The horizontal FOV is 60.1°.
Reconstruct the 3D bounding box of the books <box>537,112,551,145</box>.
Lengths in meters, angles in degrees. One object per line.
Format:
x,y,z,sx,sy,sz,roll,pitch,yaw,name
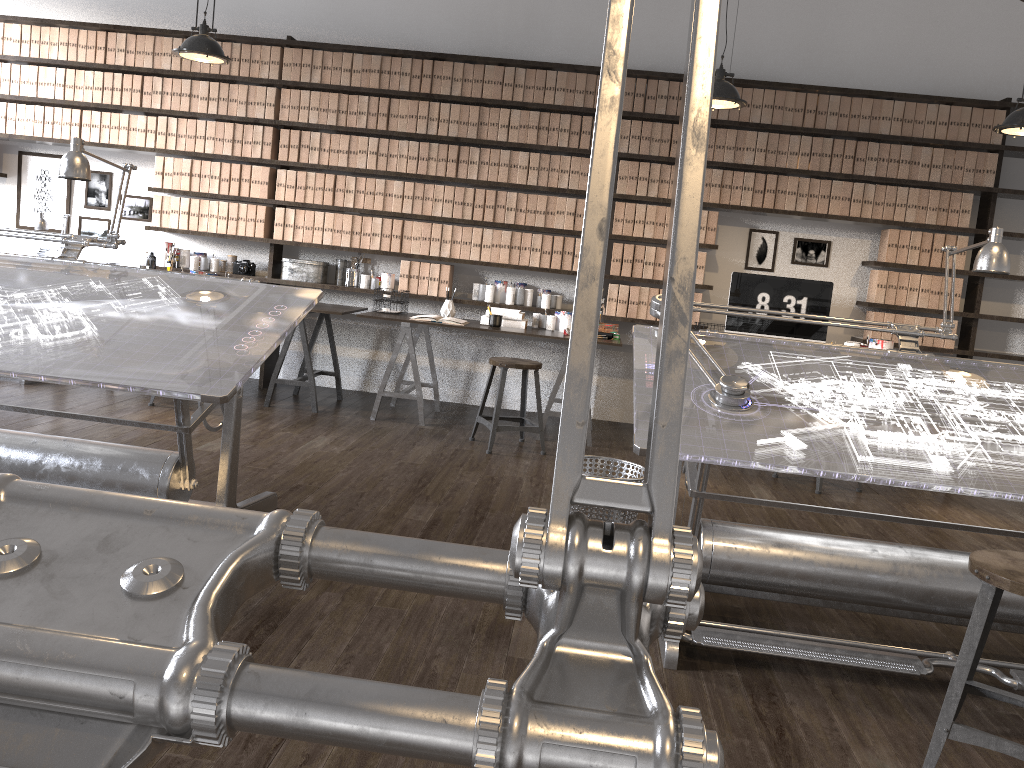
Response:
0.221,-1.731,6.062,0.067,0.224,0.175,6,6,5,books

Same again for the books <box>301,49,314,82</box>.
-1.403,-2.197,6.170,0.067,0.224,0.175,6,6,4,books

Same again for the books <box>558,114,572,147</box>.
0.361,-1.714,6.046,0.067,0.224,0.175,6,6,4,books

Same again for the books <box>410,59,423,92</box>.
-0.645,-2.109,6.113,0.067,0.224,0.175,6,6,4,books

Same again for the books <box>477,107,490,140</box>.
-0.185,-1.778,6.097,0.067,0.224,0.175,6,6,5,books

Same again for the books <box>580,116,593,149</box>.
0.505,-1.697,6.033,0.067,0.225,0.175,6,6,5,books

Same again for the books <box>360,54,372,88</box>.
-0.989,-2.149,6.140,0.067,0.224,0.175,6,6,5,books

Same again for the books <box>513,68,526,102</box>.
0.057,-2.026,6.051,0.067,0.224,0.175,6,6,5,books

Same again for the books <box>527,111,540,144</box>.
0.154,-1.738,6.062,0.067,0.225,0.175,6,6,4,books

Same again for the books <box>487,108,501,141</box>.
-0.116,-1.770,6.090,0.067,0.224,0.175,6,6,5,books

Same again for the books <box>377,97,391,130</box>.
-0.872,-1.858,6.149,0.067,0.225,0.175,6,6,4,books

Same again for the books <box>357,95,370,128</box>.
-1.017,-1.875,6.162,0.067,0.224,0.175,6,6,5,books

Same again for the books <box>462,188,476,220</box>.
-0.292,-1.239,6.147,0.067,0.224,0.175,6,6,5,books

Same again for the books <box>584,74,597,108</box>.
0.532,-1.971,6.014,0.067,0.224,0.175,6,6,4,books

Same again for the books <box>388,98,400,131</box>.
-0.799,-1.850,6.148,0.067,0.224,0.175,6,6,5,books

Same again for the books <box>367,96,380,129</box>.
-0.946,-1.868,6.160,0.067,0.224,0.175,6,6,5,books

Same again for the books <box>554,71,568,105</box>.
0.337,-1.993,6.028,0.067,0.224,0.175,6,6,4,books

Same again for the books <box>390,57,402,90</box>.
-0.786,-2.125,6.125,0.067,0.224,0.175,6,6,5,books

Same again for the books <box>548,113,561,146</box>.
0.291,-1.722,6.056,0.067,0.224,0.175,6,6,5,books

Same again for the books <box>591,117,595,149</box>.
0.579,-1.689,6.033,0.067,0.224,0.175,6,6,4,books

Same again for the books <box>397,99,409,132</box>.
-0.734,-1.842,6.140,0.067,0.224,0.175,6,6,4,books

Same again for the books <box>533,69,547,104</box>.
0.196,-2.010,6.042,0.067,0.224,0.175,6,6,4,books

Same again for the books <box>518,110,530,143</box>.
0.088,-1.746,6.072,0.067,0.224,0.175,6,6,5,books

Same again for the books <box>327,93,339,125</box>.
-1.225,-1.899,6.177,0.067,0.225,0.175,6,6,5,books

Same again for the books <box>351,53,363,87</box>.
-1.051,-2.156,6.144,0.067,0.224,0.175,6,6,5,books

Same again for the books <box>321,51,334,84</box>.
-1.261,-2.181,6.165,0.067,0.224,0.175,6,6,5,books

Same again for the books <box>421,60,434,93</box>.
-0.571,-2.100,6.102,0.067,0.225,0.175,6,6,5,books

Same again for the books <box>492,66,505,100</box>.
-0.086,-2.043,6.060,0.067,0.225,0.175,6,6,4,books

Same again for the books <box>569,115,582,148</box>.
0.432,-1.706,6.045,0.067,0.224,0.175,6,6,4,books

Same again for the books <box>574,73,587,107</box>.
0.465,-1.978,6.014,0.067,0.225,0.175,6,6,5,books

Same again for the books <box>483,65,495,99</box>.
-0.149,-2.051,6.069,0.067,0.224,0.175,6,6,5,books

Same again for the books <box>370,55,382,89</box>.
-0.923,-2.141,6.130,0.067,0.225,0.175,6,6,4,books

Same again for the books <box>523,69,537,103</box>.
0.127,-2.019,6.049,0.067,0.224,0.175,6,6,4,books

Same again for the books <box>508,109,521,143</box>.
0.025,-1.753,6.076,0.067,0.224,0.175,6,6,5,books

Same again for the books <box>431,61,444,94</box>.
-0.497,-2.092,6.101,0.067,0.224,0.175,6,6,4,books

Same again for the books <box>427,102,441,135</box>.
-0.528,-1.818,6.122,0.067,0.224,0.175,6,6,4,books

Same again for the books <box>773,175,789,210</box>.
1.794,-1.278,5.952,0.067,0.224,0.175,6,6,4,books

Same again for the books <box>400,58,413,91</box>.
-0.716,-2.117,6.115,0.067,0.224,0.175,6,6,4,books

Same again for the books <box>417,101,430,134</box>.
-0.600,-1.826,6.125,0.067,0.224,0.175,6,6,4,books

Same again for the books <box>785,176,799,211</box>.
1.859,-1.269,5.940,0.067,0.224,0.175,6,6,4,books

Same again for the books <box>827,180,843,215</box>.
2.143,-1.237,5.921,0.067,0.224,0.175,6,6,5,books

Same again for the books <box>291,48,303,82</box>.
-1.475,-2.205,6.176,0.067,0.225,0.175,6,6,5,books

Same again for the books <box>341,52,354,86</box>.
-1.123,-2.164,6.148,0.067,0.225,0.175,6,6,4,books

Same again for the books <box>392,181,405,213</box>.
-0.778,-1.296,6.187,0.067,0.224,0.175,6,6,4,books

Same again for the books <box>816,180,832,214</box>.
2.069,-1.246,5.928,0.067,0.224,0.175,6,6,5,books

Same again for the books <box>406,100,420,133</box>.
-0.672,-1.834,6.131,0.067,0.225,0.175,6,6,5,books

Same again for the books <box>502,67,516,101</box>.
-0.015,-2.034,6.054,0.067,0.224,0.175,6,6,5,books

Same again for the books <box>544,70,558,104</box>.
0.265,-2.002,6.032,0.067,0.225,0.175,6,6,5,books

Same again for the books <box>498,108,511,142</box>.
-0.046,-1.761,6.080,0.067,0.225,0.175,6,6,4,books

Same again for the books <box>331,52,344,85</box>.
-1.193,-2.173,6.158,0.067,0.224,0.175,6,6,5,books

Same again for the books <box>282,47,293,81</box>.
-1.537,-2.213,6.186,0.067,0.224,0.175,6,6,4,books

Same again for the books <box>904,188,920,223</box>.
2.629,-1.180,5.879,0.067,0.224,0.175,6,6,4,books

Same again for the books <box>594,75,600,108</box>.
0.603,-1.963,6.008,0.067,0.224,0.175,6,6,4,books

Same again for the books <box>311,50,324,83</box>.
-1.331,-2.189,6.167,0.067,0.224,0.175,6,6,4,books

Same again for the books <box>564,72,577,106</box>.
0.399,-1.986,6.024,0.067,0.224,0.175,6,6,4,books

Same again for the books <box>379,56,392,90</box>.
-0.856,-2.134,6.130,0.067,0.224,0.175,6,6,5,books
